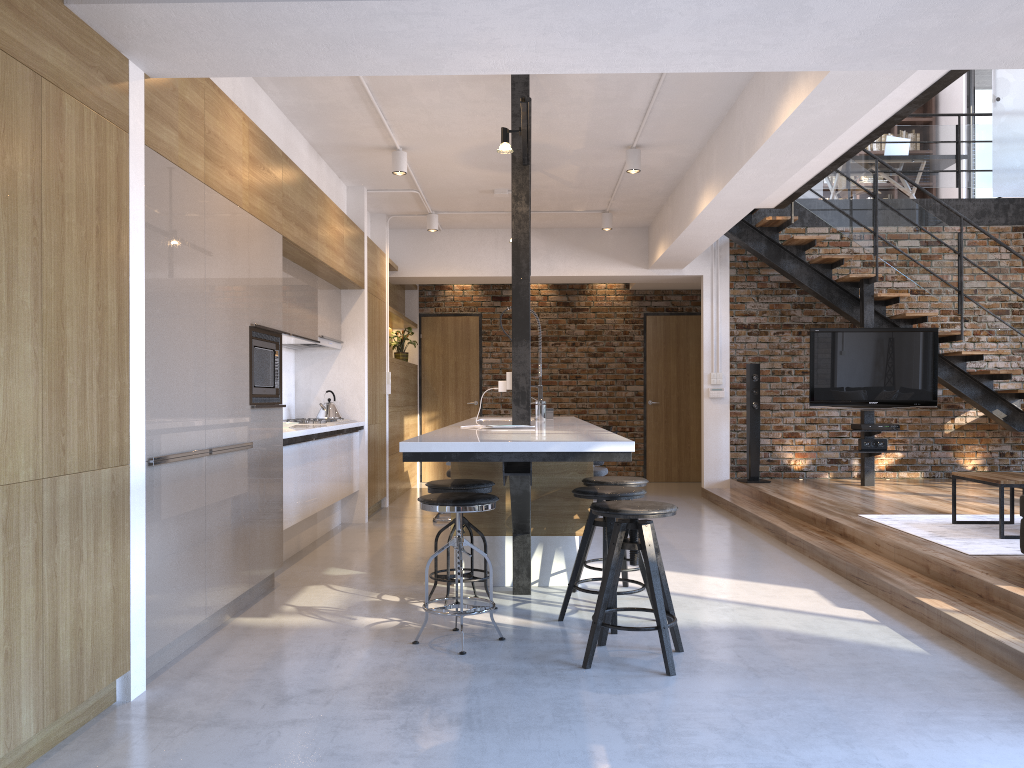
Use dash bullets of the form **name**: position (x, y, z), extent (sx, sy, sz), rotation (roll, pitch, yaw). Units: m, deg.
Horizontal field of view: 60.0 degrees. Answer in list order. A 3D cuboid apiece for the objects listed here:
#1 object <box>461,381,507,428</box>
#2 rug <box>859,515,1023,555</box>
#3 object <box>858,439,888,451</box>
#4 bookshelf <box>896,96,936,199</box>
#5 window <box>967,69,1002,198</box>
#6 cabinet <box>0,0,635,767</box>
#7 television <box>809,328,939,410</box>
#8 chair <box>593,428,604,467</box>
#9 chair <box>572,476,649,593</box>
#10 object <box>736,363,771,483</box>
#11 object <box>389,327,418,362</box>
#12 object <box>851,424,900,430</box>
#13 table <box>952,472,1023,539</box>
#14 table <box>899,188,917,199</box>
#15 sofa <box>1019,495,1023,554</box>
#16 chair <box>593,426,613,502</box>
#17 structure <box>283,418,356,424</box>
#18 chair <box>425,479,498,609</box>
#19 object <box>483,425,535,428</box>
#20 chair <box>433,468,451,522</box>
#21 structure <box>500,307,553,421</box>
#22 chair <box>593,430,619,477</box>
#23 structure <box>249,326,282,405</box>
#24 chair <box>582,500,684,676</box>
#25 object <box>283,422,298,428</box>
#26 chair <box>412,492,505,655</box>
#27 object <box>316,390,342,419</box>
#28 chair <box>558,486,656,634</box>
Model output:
- **object**: position (-0.155, 0.105, 4.727), extent (0.214, 0.246, 0.417), rotation (0, -1, 22)
- **rug**: position (3.547, 0.933, 5.592), extent (2.113, 0.003, 1.637), rotation (0, -1, 1)
- **object**: position (3.452, 0.581, 8.485), extent (0.247, 0.112, 0.088), rotation (0, 0, 1)
- **bookshelf**: position (4.618, -3.040, 12.680), extent (2.717, 2.281, 0.307), rotation (0, 0, 1)
- **window**: position (4.206, -1.638, 6.241), extent (5.663, 5.567, 13.399), rotation (0, -1, 1)
- **cabinet**: position (-0.645, -0.265, 6.530), extent (2.473, 2.871, 9.116), rotation (0, -1, 1)
- **television**: position (3.432, -0.140, 8.460), extent (1.207, 0.783, 0.136), rotation (0, 0, 1)
- **chair**: position (0.623, 0.809, 8.439), extent (0.540, 0.768, 0.519), rotation (0, 0, 1)
- **chair**: position (0.554, 0.820, 4.760), extent (0.366, 0.630, 0.367), rotation (0, 0, -24)
- **object**: position (2.457, 0.396, 9.025), extent (0.271, 1.206, 0.271), rotation (0, 0, -9)
- **object**: position (-1.309, -0.444, 10.631), extent (0.344, 0.475, 0.390), rotation (0, 0, 36)
- **object**: position (3.444, 0.408, 8.406), extent (0.360, 0.058, 0.275), rotation (0, -1, 1)
- **table**: position (3.584, 0.757, 5.597), extent (1.298, 0.350, 0.697), rotation (0, -1, 1)
- **table**: position (4.200, -2.248, 10.347), extent (1.860, 0.635, 0.743), rotation (0, -1, 1)
- **sofa**: position (4.171, 0.576, 5.168), extent (2.999, 0.700, 3.044), rotation (0, -1, 1)
- **chair**: position (0.776, 0.820, 9.145), extent (0.540, 0.768, 0.519), rotation (0, 0, -4)
- **structure**: position (-1.570, 0.313, 7.115), extent (0.496, 0.063, 0.859), rotation (0, -1, 1)
- **chair**: position (-0.263, 0.814, 4.532), extent (0.357, 0.636, 0.357), rotation (0, 0, -20)
- **object**: position (-0.018, 0.220, 4.542), extent (0.240, 0.013, 0.188), rotation (0, -1, -14)
- **chair**: position (-0.413, 0.802, 7.804), extent (0.540, 0.768, 0.519), rotation (0, 0, 1)
- **structure**: position (0.215, -0.152, 6.345), extent (0.392, 0.813, 0.507), rotation (0, 0, 40)
- **chair**: position (0.669, 0.798, 7.787), extent (0.540, 0.768, 0.519), rotation (0, 0, 16)
- **structure**: position (-1.507, -0.086, 4.739), extent (0.396, 0.397, 0.596), rotation (0, -1, 1)
- **chair**: position (0.495, 0.801, 3.592), extent (0.367, 0.630, 0.367), rotation (0, 0, 16)
- **object**: position (-1.579, 0.276, 5.914), extent (0.310, 0.034, 0.310), rotation (0, -1, 15)
- **chair**: position (-0.233, 0.803, 3.862), extent (0.356, 0.636, 0.358), rotation (0, 0, -44)
- **object**: position (-1.515, 0.168, 7.354), extent (0.222, 0.235, 0.222), rotation (0, 0, -9)
- **chair**: position (0.463, 0.811, 4.219), extent (0.365, 0.630, 0.365), rotation (0, 0, -44)
